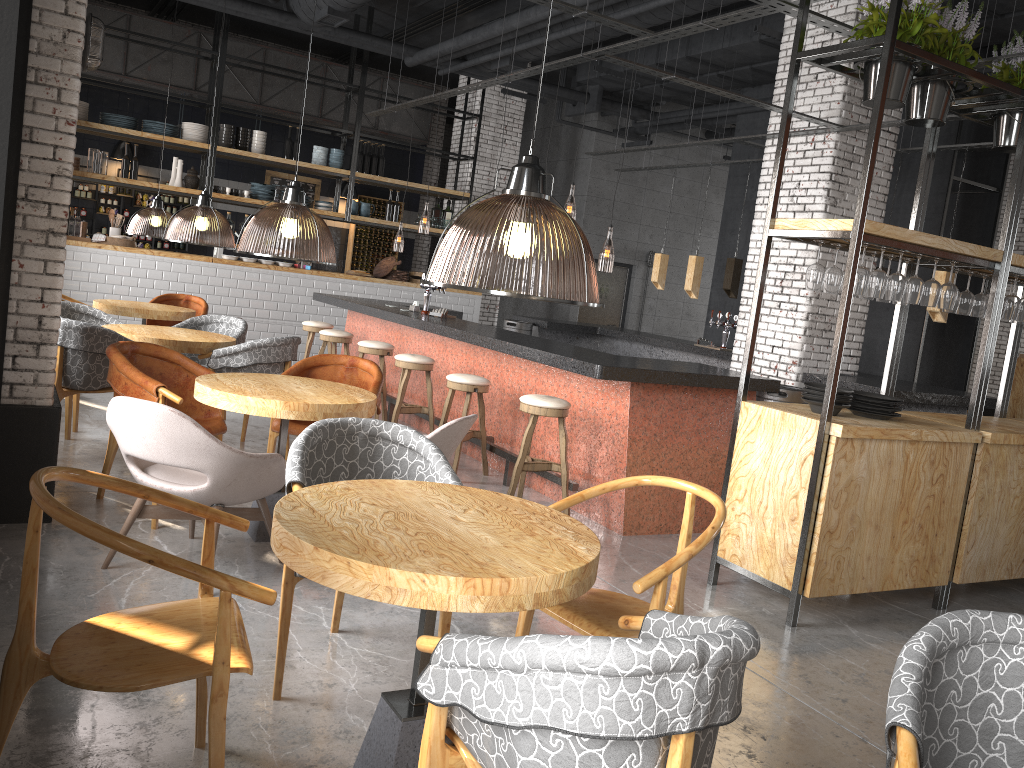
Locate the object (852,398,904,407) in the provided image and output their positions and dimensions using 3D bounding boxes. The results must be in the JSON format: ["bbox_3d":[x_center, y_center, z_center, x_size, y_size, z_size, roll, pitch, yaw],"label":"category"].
[{"bbox_3d":[1.982,0.102,4.870,0.305,0.037,0.306,4,7,-29],"label":"object"}]

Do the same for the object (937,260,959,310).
[{"bbox_3d":[2.395,-0.541,4.855,0.101,0.267,0.101,8,6,0],"label":"object"}]

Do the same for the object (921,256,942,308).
[{"bbox_3d":[2.268,-0.550,4.780,0.101,0.267,0.101,10,6,23],"label":"object"}]

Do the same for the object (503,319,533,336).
[{"bbox_3d":[0.017,-0.290,11.310,0.399,1.033,0.398,8,6,5],"label":"object"}]

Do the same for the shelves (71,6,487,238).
[{"bbox_3d":[-3.075,-3.904,12.122,5.673,3.061,0.599,4,7,-30],"label":"shelves"}]

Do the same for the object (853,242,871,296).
[{"bbox_3d":[1.769,-0.583,4.487,0.101,0.267,0.101,10,6,23],"label":"object"}]

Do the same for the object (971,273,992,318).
[{"bbox_3d":[2.901,-0.545,5.480,0.101,0.267,0.101,6,6,-16],"label":"object"}]

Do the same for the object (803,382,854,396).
[{"bbox_3d":[1.675,0.049,4.705,0.257,0.076,0.257,8,6,7],"label":"object"}]

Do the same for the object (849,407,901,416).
[{"bbox_3d":[1.975,0.154,4.873,0.305,0.041,0.306,6,7,-13],"label":"object"}]

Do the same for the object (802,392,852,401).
[{"bbox_3d":[1.668,0.095,4.710,0.257,0.075,0.257,7,6,-5],"label":"object"}]

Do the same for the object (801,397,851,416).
[{"bbox_3d":[1.664,0.126,4.712,0.257,0.067,0.258,3,8,-38],"label":"object"}]

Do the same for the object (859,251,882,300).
[{"bbox_3d":[2.000,-0.606,4.951,0.101,0.267,0.101,10,6,23],"label":"object"}]

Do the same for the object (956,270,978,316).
[{"bbox_3d":[2.774,-0.554,5.406,0.101,0.267,0.101,6,6,-16],"label":"object"}]

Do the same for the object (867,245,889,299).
[{"bbox_3d":[1.888,-0.575,4.557,0.101,0.267,0.101,10,6,23],"label":"object"}]

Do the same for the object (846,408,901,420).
[{"bbox_3d":[1.974,0.165,4.876,0.306,0.034,0.306,8,7,7],"label":"object"}]

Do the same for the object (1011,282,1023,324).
[{"bbox_3d":[3.281,-0.520,5.704,0.101,0.267,0.101,6,6,-16],"label":"object"}]

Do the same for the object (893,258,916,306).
[{"bbox_3d":[2.254,-0.589,5.100,0.101,0.267,0.101,8,6,0],"label":"object"}]

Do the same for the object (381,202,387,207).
[{"bbox_3d":[-2.291,-3.247,16.022,0.079,0.079,0.284,4,7,-30],"label":"object"}]

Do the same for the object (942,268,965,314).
[{"bbox_3d":[2.655,-0.562,5.336,0.101,0.267,0.101,6,6,-16],"label":"object"}]

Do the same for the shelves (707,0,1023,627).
[{"bbox_3d":[3.160,-1.195,5.337,3.657,5.009,0.692,4,6,-30],"label":"shelves"}]

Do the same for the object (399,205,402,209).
[{"bbox_3d":[-2.059,-3.234,16.185,0.079,0.079,0.284,4,7,-30],"label":"object"}]

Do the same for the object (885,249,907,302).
[{"bbox_3d":[2.014,-0.567,4.631,0.101,0.267,0.101,10,6,23],"label":"object"}]

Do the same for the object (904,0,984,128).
[{"bbox_3d":[2.309,-1.713,4.868,0.417,0.558,0.467,12,7,36],"label":"object"}]

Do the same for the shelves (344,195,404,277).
[{"bbox_3d":[-2.547,-2.293,16.143,0.888,2.144,0.251,4,6,-30],"label":"shelves"}]

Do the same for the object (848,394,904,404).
[{"bbox_3d":[1.983,0.090,4.869,0.305,0.048,0.306,7,7,-5],"label":"object"}]

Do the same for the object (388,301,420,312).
[{"bbox_3d":[-1.198,-0.850,9.290,0.200,0.106,0.768,4,7,-30],"label":"object"}]

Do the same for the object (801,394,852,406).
[{"bbox_3d":[1.666,0.103,4.710,0.257,0.075,0.257,4,7,-30],"label":"object"}]

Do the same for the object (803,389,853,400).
[{"bbox_3d":[1.671,0.078,4.707,0.257,0.072,0.257,12,8,31],"label":"object"}]

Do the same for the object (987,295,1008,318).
[{"bbox_3d":[2.796,-0.515,5.090,0.101,0.267,0.101,6,6,-16],"label":"object"}]

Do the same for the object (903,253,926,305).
[{"bbox_3d":[2.141,-0.558,4.706,0.101,0.267,0.101,10,6,23],"label":"object"}]

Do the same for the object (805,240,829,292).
[{"bbox_3d":[1.628,-0.631,4.732,0.101,0.267,0.101,10,6,23],"label":"object"}]

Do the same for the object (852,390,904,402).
[{"bbox_3d":[1.986,0.076,4.869,0.306,0.039,0.306,14,9,42],"label":"object"}]

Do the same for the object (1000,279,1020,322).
[{"bbox_3d":[3.154,-0.529,5.629,0.101,0.267,0.101,6,6,-16],"label":"object"}]

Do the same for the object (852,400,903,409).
[{"bbox_3d":[1.981,0.116,4.871,0.306,0.042,0.306,10,7,16],"label":"object"}]

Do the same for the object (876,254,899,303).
[{"bbox_3d":[2.127,-0.597,5.026,0.101,0.267,0.101,10,6,23],"label":"object"}]

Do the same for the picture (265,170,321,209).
[{"bbox_3d":[-3.871,-3.082,15.498,0.979,1.140,0.021,4,6,-30],"label":"picture"}]

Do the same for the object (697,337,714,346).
[{"bbox_3d":[2.206,-0.475,10.075,0.178,0.090,0.091,12,7,34],"label":"object"}]

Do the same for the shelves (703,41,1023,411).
[{"bbox_3d":[4.834,-1.831,10.087,1.002,4.358,6.164,4,7,-30],"label":"shelves"}]

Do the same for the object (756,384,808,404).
[{"bbox_3d":[1.884,0.526,6.418,0.399,1.033,0.398,8,6,5],"label":"object"}]

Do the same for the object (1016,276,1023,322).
[{"bbox_3d":[3.042,-0.498,5.235,0.101,0.267,0.101,6,6,-16],"label":"object"}]

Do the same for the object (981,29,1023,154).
[{"bbox_3d":[3.000,-1.663,5.237,0.467,0.558,0.417,9,6,8],"label":"object"}]

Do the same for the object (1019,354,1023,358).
[{"bbox_3d":[6.388,-0.296,10.611,0.411,0.050,0.412,4,8,-31],"label":"object"}]

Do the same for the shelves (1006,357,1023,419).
[{"bbox_3d":[7.283,-1.284,10.919,2.331,5.009,0.692,4,6,-30],"label":"shelves"}]

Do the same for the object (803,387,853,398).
[{"bbox_3d":[1.671,0.074,4.708,0.257,0.072,0.258,4,7,-31],"label":"object"}]

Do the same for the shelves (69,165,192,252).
[{"bbox_3d":[-6.062,-2.638,14.113,1.760,1.479,0.158,4,6,-30],"label":"shelves"}]

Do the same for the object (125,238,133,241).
[{"bbox_3d":[-4.772,-1.768,10.953,0.161,0.075,0.161,10,7,22],"label":"object"}]

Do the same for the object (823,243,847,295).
[{"bbox_3d":[1.747,-0.623,4.802,0.101,0.267,0.101,10,6,23],"label":"object"}]

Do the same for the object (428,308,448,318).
[{"bbox_3d":[-0.718,-0.701,8.625,0.178,0.090,0.091,12,7,34],"label":"object"}]

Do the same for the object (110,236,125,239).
[{"bbox_3d":[-4.802,-1.753,10.791,0.161,0.075,0.160,12,8,37],"label":"object"}]

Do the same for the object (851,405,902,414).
[{"bbox_3d":[1.977,0.140,4.872,0.305,0.044,0.306,4,7,-30],"label":"object"}]

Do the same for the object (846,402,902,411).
[{"bbox_3d":[1.977,0.131,4.871,0.306,0.046,0.306,10,7,17],"label":"object"}]

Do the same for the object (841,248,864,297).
[{"bbox_3d":[1.873,-0.614,4.877,0.101,0.267,0.101,10,6,23],"label":"object"}]

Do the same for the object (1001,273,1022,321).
[{"bbox_3d":[2.915,-0.507,5.160,0.101,0.267,0.101,6,6,-16],"label":"object"}]

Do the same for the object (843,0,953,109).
[{"bbox_3d":[1.968,-1.725,4.574,0.467,0.558,0.417,9,6,10],"label":"object"}]
